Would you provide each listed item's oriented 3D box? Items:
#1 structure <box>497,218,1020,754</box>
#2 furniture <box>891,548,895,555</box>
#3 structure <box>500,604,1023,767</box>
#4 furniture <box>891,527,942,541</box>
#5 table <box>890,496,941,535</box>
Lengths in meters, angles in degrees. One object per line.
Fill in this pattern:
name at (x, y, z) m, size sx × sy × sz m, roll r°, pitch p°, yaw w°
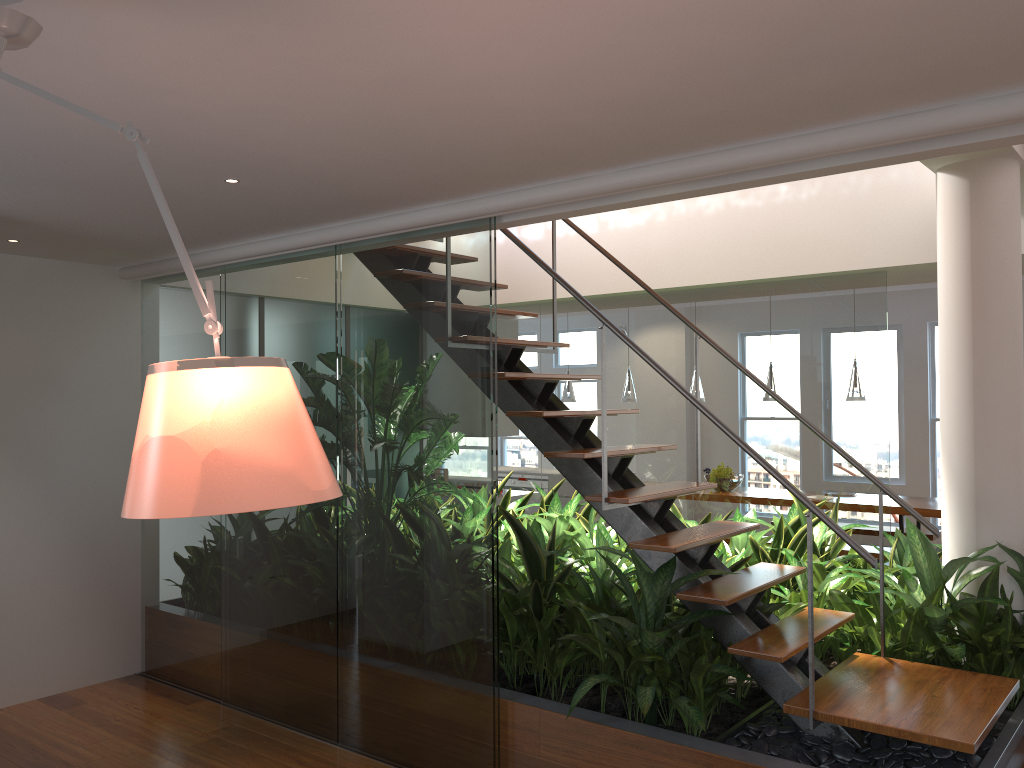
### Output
structure at (0.286, -0.610, 5.001) m, size 4.591 × 4.265 × 2.552 m, roll -1°, pitch -1°, yaw 39°
furniture at (2.391, 1.486, 7.202) m, size 1.433 × 0.389 × 0.316 m, roll -1°, pitch -1°, yaw 39°
structure at (0.953, 1.465, 4.715) m, size 5.584 × 0.386 × 3.088 m, roll -1°, pitch -1°, yaw 39°
furniture at (3.134, 1.497, 8.135) m, size 1.433 × 0.389 × 0.316 m, roll -1°, pitch -1°, yaw 39°
table at (1.208, 1.367, 8.939) m, size 5.996 × 0.704 × 0.893 m, roll -1°, pitch -1°, yaw 39°
